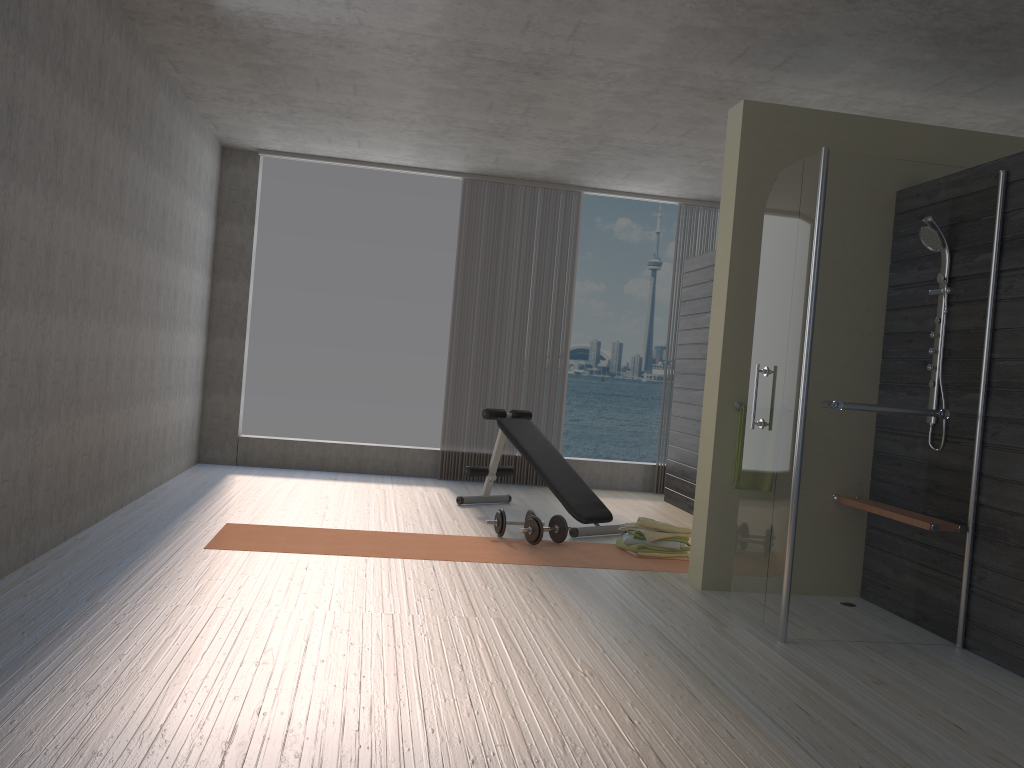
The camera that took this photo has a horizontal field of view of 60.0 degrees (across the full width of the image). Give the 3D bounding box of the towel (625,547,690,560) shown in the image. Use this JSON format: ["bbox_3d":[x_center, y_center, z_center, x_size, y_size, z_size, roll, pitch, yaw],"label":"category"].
[{"bbox_3d":[0.875,1.012,5.411,0.376,0.044,0.371,5,1,-10],"label":"towel"}]

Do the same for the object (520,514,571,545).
[{"bbox_3d":[0.207,0.886,5.397,0.385,0.176,0.176,4,1,-37],"label":"object"}]

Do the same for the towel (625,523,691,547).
[{"bbox_3d":[0.897,0.929,5.448,0.376,0.085,0.371,5,1,-4],"label":"towel"}]

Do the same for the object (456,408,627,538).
[{"bbox_3d":[0.211,0.589,6.337,0.505,0.746,1.312,4,1,-40],"label":"object"}]

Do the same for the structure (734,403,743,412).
[{"bbox_3d":[1.287,0.129,4.543,0.298,0.046,0.052,5,1,-9],"label":"structure"}]

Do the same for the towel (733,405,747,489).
[{"bbox_3d":[1.253,0.328,4.522,0.214,0.433,0.070,5,1,-13],"label":"towel"}]

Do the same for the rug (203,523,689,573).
[{"bbox_3d":[-0.265,0.944,5.106,2.779,0.002,0.716,5,1,-9],"label":"rug"}]

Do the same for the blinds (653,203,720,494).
[{"bbox_3d":[1.997,-0.294,8.421,1.133,2.744,0.069,5,1,-9],"label":"blinds"}]

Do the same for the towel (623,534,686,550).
[{"bbox_3d":[0.871,0.963,5.435,0.383,0.078,0.383,5,1,8],"label":"towel"}]

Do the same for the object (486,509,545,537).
[{"bbox_3d":[0.023,0.877,5.590,0.385,0.176,0.176,5,1,-17],"label":"object"}]

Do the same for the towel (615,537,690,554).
[{"bbox_3d":[0.856,0.988,5.415,0.380,0.081,0.367,5,1,-11],"label":"towel"}]

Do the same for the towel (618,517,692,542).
[{"bbox_3d":[0.883,0.873,5.426,0.384,0.123,0.373,4,1,-25],"label":"towel"}]

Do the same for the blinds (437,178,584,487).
[{"bbox_3d":[-0.006,-0.456,8.109,1.133,2.744,0.069,5,1,-9],"label":"blinds"}]
